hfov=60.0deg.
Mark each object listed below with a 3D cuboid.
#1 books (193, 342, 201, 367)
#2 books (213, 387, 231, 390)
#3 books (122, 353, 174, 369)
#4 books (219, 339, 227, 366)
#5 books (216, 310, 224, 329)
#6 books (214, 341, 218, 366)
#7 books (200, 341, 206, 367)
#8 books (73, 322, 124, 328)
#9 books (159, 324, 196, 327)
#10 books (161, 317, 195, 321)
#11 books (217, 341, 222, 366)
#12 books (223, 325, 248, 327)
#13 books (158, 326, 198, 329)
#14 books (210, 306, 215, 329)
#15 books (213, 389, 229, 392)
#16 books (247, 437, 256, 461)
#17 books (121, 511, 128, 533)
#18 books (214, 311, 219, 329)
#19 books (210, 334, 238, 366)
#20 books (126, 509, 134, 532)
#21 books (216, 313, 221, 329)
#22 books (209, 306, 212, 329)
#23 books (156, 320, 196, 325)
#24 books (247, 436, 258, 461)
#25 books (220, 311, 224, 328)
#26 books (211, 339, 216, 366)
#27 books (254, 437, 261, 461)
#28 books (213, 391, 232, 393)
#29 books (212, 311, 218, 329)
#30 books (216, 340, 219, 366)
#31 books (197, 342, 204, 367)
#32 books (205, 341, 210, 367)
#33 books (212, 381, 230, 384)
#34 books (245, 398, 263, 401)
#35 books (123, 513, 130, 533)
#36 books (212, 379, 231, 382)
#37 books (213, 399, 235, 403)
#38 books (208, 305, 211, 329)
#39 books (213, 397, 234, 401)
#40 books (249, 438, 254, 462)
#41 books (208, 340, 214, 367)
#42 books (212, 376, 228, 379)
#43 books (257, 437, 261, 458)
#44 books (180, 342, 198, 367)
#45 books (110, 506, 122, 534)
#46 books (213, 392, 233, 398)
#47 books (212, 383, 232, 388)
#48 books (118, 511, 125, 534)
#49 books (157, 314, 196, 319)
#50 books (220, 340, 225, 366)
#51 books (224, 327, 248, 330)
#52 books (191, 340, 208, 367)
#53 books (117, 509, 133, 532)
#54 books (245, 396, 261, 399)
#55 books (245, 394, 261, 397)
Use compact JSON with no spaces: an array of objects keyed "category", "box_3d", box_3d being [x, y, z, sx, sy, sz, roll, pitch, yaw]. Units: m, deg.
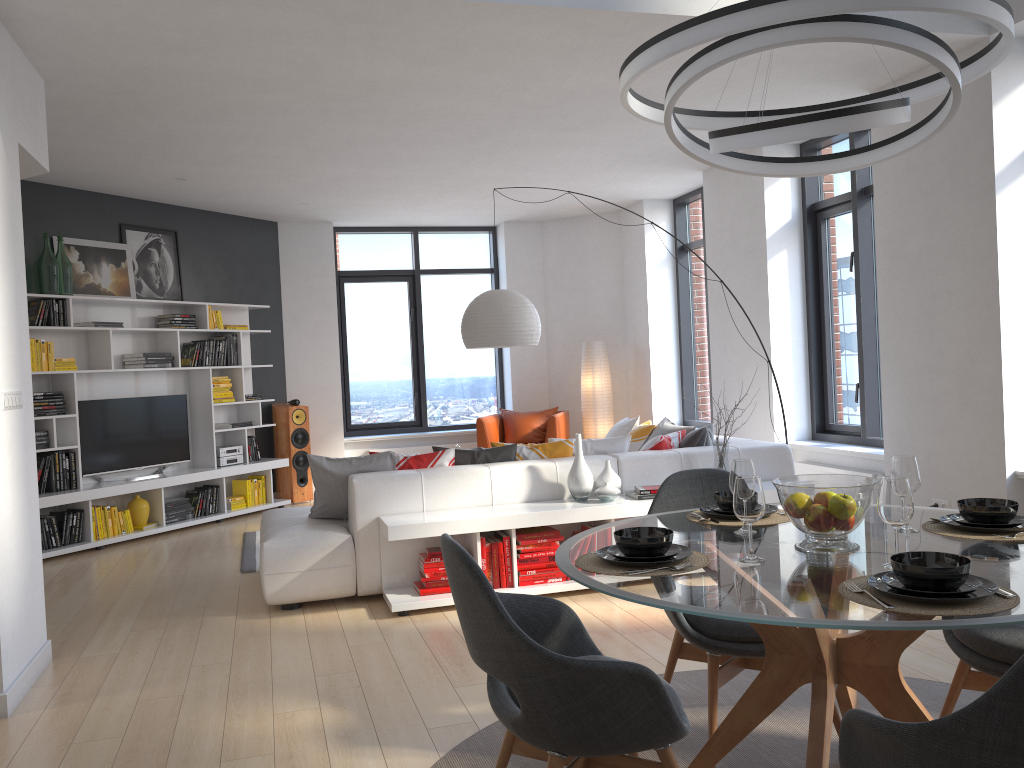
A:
[{"category":"books","box_3d":[-3.004,-0.270,8.295,0.187,0.234,0.096,-2,1,30]},{"category":"books","box_3d":[-2.873,0.044,8.579,0.171,0.019,0.239,-2,1,29]},{"category":"books","box_3d":[-3.244,-0.204,7.920,0.277,0.137,0.343,-2,1,24]},{"category":"books","box_3d":[-2.840,-0.297,8.580,0.197,0.260,0.066,-2,1,29]},{"category":"books","box_3d":[-2.844,-0.609,8.507,0.141,0.184,0.064,-2,1,30]},{"category":"books","box_3d":[-2.876,-0.283,8.463,0.172,0.242,0.069,-2,1,30]},{"category":"books","box_3d":[-2.948,-0.277,8.339,0.172,0.242,0.069,-2,1,30]},{"category":"books","box_3d":[-3.484,-0.491,7.472,0.250,0.047,0.310,-2,1,25]},{"category":"books","box_3d":[-3.093,-0.540,8.189,0.189,0.020,0.264,-2,1,28]},{"category":"books","box_3d":[-3.086,-0.594,8.190,0.180,0.026,0.246,-2,1,32]},{"category":"books","box_3d":[-2.864,-0.287,8.512,0.179,0.243,0.071,-2,1,28]},{"category":"books","box_3d":[-2.773,-0.564,8.733,0.203,0.024,0.257,-2,1,32]},{"category":"books","box_3d":[-3.088,-0.515,8.189,0.214,0.030,0.284,-2,1,33]},{"category":"books","box_3d":[-2.914,-0.625,8.438,0.164,0.224,0.054,-2,1,28]},{"category":"books","box_3d":[-2.863,0.064,8.561,0.145,0.023,0.217,-2,1,33]},{"category":"books","box_3d":[-2.637,0.650,8.837,0.169,0.242,0.050,-2,1,29]},{"category":"books","box_3d":[-3.290,1.156,7.431,0.134,0.187,0.046,-2,1,29]},{"category":"books","box_3d":[-2.862,-0.605,8.469,0.128,0.178,0.044,-2,1,29]},{"category":"books","box_3d":[-2.818,-0.325,8.678,0.259,0.321,0.128,-2,1,29]},{"category":"books","box_3d":[-3.267,1.150,7.496,0.149,0.193,0.046,-2,1,30]},{"category":"books","box_3d":[-2.843,-0.596,8.480,0.108,0.161,0.046,-2,1,28]},{"category":"books","box_3d":[-2.921,-0.624,8.408,0.163,0.224,0.041,-2,1,28]},{"category":"books","box_3d":[-3.110,-0.565,8.201,0.214,0.030,0.284,-2,1,33]},{"category":"books","box_3d":[-2.633,0.644,8.868,0.193,0.255,0.066,-2,1,29]},{"category":"books","box_3d":[-2.840,-0.610,8.531,0.142,0.184,0.044,-2,1,30]},{"category":"books","box_3d":[-2.912,-0.291,8.457,0.197,0.260,0.066,-2,1,29]},{"category":"books","box_3d":[-2.612,0.648,8.890,0.177,0.242,0.066,-2,1,29]},{"category":"books","box_3d":[-2.875,0.082,8.579,0.189,0.014,0.251,-2,1,32]},{"category":"books","box_3d":[-2.878,-0.604,8.455,0.132,0.180,0.054,-2,1,29]},{"category":"books","box_3d":[-2.889,-0.290,8.495,0.192,0.254,0.075,-2,1,28]},{"category":"books","box_3d":[-2.976,-0.272,8.315,0.169,0.233,0.081,-2,1,28]},{"category":"books","box_3d":[-2.942,-0.279,8.393,0.179,0.243,0.068,-2,1,28]},{"category":"books","box_3d":[-2.873,-0.010,8.582,0.160,0.022,0.227,-2,2,45]},{"category":"books","box_3d":[-2.629,0.154,8.869,0.161,0.023,0.213,-2,1,33]},{"category":"books","box_3d":[-3.269,1.165,7.442,0.113,0.169,0.049,-2,1,28]},{"category":"books","box_3d":[-2.868,-0.033,8.586,0.163,0.023,0.223,-2,1,33]},{"category":"books","box_3d":[-2.845,0.168,8.571,0.194,0.028,0.257,-2,1,34]},{"category":"books","box_3d":[-2.916,-0.625,8.378,0.161,0.229,0.041,-2,1,28]},{"category":"books","box_3d":[-2.855,0.143,8.572,0.203,0.024,0.257,-2,1,32]},{"category":"books","box_3d":[-2.655,0.655,8.821,0.170,0.236,0.049,-2,1,30]},{"category":"books","box_3d":[-2.928,-0.285,8.427,0.191,0.249,0.084,-2,1,29]},{"category":"books","box_3d":[-2.893,-0.056,8.589,0.163,0.023,0.223,-2,1,33]},{"category":"books","box_3d":[-2.623,0.652,8.935,0.179,0.233,0.077,-2,1,29]},{"category":"books","box_3d":[-3.016,-0.270,8.263,0.182,0.234,0.104,-2,1,29]},{"category":"books","box_3d":[-3.344,1.135,7.398,0.172,0.235,0.056,-2,1,28]},{"category":"books","box_3d":[-2.860,0.109,8.575,0.189,0.042,0.243,-2,1,29]},{"category":"books","box_3d":[-2.867,0.018,8.587,0.176,0.033,0.239,-2,1,32]},{"category":"books","box_3d":[-3.307,1.157,7.416,0.138,0.188,0.056,-2,1,29]},{"category":"books","box_3d":[-3.099,-0.620,8.193,0.209,0.030,0.266,-2,1,23]},{"category":"books","box_3d":[-2.856,-0.291,8.550,0.191,0.249,0.084,-2,1,29]},{"category":"books","box_3d":[-2.763,-0.539,8.732,0.194,0.028,0.257,-2,1,34]},{"category":"books","box_3d":[-2.960,-0.285,8.372,0.192,0.254,0.075,-2,1,28]},{"category":"books","box_3d":[-3.271,1.151,7.471,0.148,0.193,0.067,-2,1,30]},{"category":"books","box_3d":[-2.633,0.136,8.869,0.142,0.015,0.198,-2,1,28]},{"category":"books","box_3d":[-2.646,0.117,8.878,0.161,0.023,0.213,-2,1,33]}]
